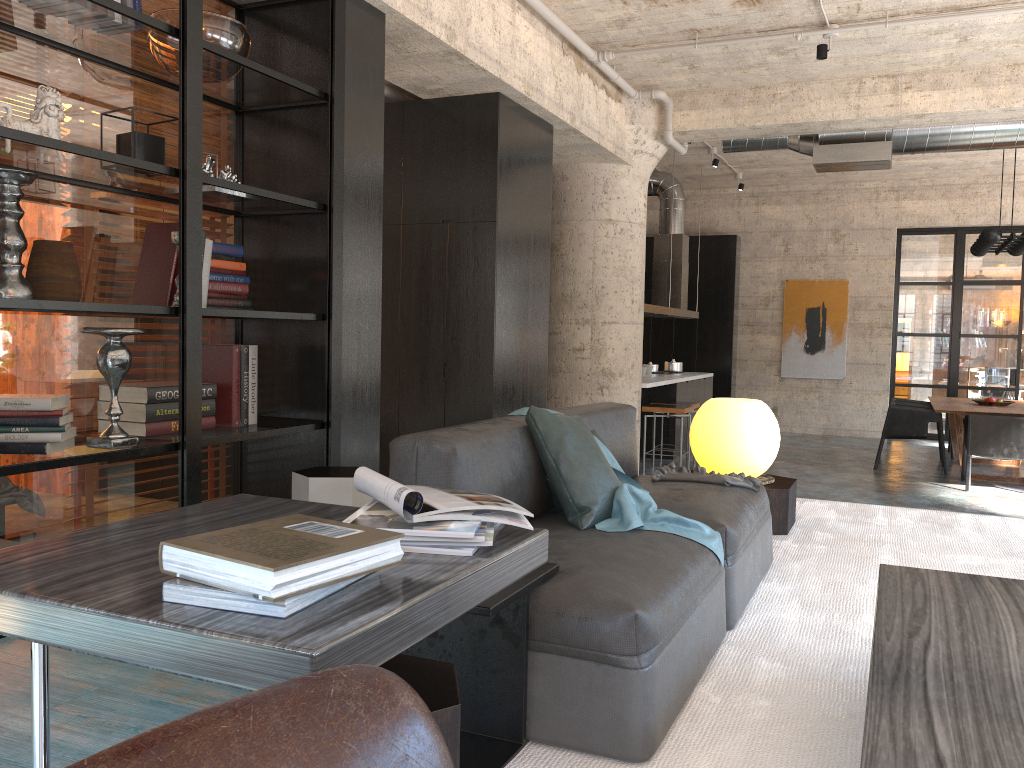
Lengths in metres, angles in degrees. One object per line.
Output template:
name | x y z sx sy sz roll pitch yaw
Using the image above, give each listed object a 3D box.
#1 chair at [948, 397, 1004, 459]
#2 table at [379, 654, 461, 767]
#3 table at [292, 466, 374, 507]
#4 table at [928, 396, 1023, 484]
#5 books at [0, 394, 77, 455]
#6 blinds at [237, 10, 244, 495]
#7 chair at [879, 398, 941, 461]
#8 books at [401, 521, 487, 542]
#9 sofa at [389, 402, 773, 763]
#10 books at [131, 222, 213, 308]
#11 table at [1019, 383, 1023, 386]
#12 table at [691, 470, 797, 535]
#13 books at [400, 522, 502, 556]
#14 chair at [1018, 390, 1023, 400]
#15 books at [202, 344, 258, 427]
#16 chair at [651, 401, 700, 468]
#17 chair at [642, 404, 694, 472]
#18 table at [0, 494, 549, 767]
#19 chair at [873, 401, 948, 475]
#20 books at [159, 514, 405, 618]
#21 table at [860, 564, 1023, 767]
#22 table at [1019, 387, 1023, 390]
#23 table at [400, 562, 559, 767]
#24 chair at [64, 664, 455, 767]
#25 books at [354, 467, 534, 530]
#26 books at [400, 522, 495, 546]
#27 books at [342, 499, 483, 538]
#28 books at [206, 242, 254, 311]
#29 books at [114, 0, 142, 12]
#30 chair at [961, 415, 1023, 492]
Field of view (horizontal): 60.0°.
chair | 5.921 0.562 11.185 0.707 0.738 0.754 3 3 24
table | -0.257 0.699 1.569 0.316 0.340 0.365 1 3 -6
table | -0.786 0.556 3.914 0.316 0.340 0.365 -1 4 -36
table | 5.376 0.612 9.909 1.299 0.756 2.410 3 3 24
books | -1.689 0.135 3.071 0.306 0.188 0.257 1 3 -11
blinds | -2.006 -0.343 3.164 0.136 3.160 2.915 3 3 24
chair | 4.845 0.562 10.760 0.754 0.738 0.707 3 3 24
books | -0.175 0.269 1.764 0.252 0.011 0.318 1 3 0
sofa | 0.270 0.453 3.097 1.019 0.680 2.063 3 3 24
books | -1.419 -0.492 3.717 0.216 0.354 0.256 3 3 24
table | 9.330 0.361 16.299 1.800 0.721 0.800 3 3 24
table | 1.088 0.619 4.513 0.616 0.230 1.044 3 3 24
books | -0.167 0.291 1.763 0.252 0.011 0.318 2 3 10
chair | 8.700 0.226 15.834 0.684 1.015 0.653 -1 4 -32
books | -1.325 0.002 4.045 0.277 0.362 0.191 2 3 19
chair | 1.826 0.559 9.959 0.450 0.698 0.450 3 3 24
chair | 1.653 0.584 9.443 0.450 0.698 0.450 3 3 24
table | -0.455 0.582 1.638 0.800 0.570 0.800 3 3 24
chair | 4.543 0.593 10.092 0.754 0.738 0.707 3 3 24
books | -0.351 0.275 1.382 0.278 0.075 0.320 3 4 28
table | 1.194 0.734 1.763 0.900 0.309 1.500 3 3 24
table | 8.767 0.449 14.490 1.800 0.721 0.800 3 3 24
table | -0.159 0.650 2.156 0.420 0.390 0.413 3 3 24
chair | -0.341 0.452 0.603 0.975 0.940 0.820 0 4 -26
books | -0.149 0.242 1.830 0.273 0.109 0.322 0 4 -26
books | -0.161 0.279 1.777 0.252 0.011 0.318 1 3 0
books | -0.180 0.259 1.757 0.252 0.011 0.318 2 3 5
books | -1.399 -0.484 4.022 0.303 0.303 0.378 3 4 25
books | -1.502 -1.466 3.219 0.221 0.298 0.258 3 3 24
chair | 4.875 0.673 8.780 0.707 0.738 0.754 3 3 24
